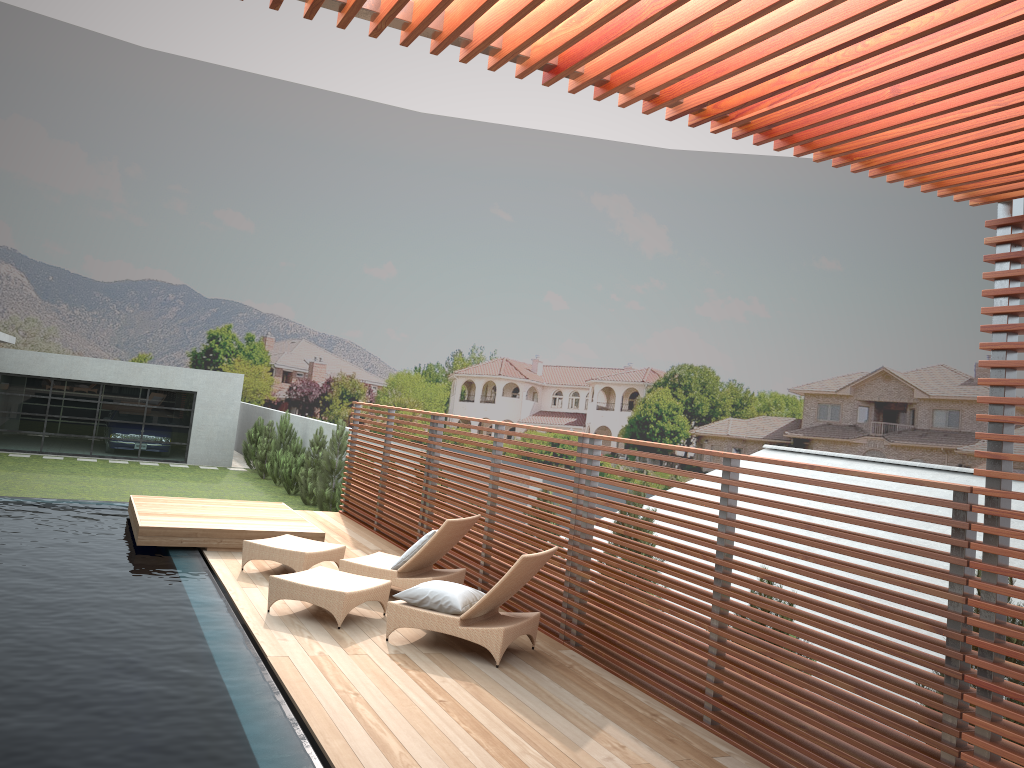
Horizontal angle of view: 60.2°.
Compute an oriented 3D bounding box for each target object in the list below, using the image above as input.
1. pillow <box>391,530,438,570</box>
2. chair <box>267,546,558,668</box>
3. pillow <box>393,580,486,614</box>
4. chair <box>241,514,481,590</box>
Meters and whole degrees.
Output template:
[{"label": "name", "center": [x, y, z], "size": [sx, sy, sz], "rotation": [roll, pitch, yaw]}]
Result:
[{"label": "pillow", "center": [-0.803, 1.566, 8.458], "size": [0.427, 0.431, 0.603], "rotation": [4, -4, 23]}, {"label": "chair", "center": [-0.834, 1.598, 7.220], "size": [2.298, 0.835, 0.694], "rotation": [5, -4, 25]}, {"label": "pillow", "center": [-0.549, 1.681, 7.041], "size": [0.594, 0.196, 0.590], "rotation": [5, -2, 21]}, {"label": "chair", "center": [-1.512, 1.571, 8.755], "size": [2.298, 0.835, 0.694], "rotation": [5, -4, 24]}]
